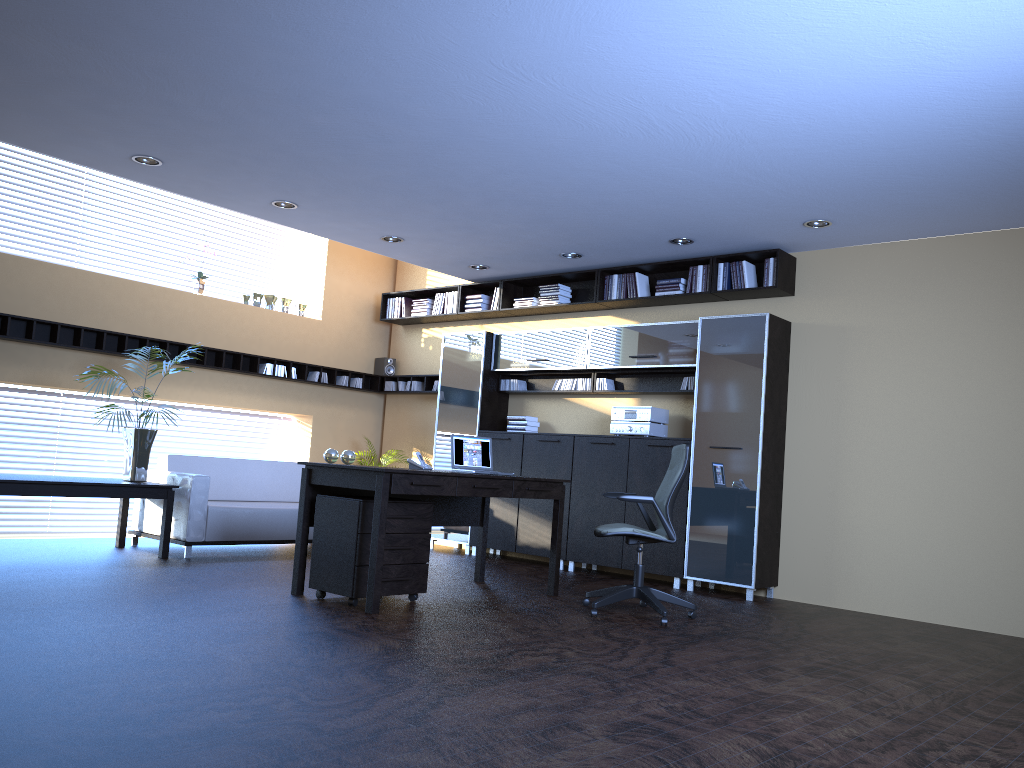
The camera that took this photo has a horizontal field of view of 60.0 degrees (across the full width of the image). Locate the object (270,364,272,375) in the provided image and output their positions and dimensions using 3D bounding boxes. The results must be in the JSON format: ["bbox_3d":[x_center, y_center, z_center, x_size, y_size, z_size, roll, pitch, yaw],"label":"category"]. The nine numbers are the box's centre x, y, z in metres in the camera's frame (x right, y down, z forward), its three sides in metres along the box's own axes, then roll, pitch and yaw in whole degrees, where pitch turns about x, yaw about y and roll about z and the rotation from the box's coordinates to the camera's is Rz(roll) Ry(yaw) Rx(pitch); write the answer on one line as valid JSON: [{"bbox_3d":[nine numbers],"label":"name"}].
[{"bbox_3d":[-2.724,-0.159,9.869,0.142,0.120,0.009,0,-6,41],"label":"object"}]

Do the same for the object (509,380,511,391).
[{"bbox_3d":[0.025,0.019,9.646,0.009,0.120,0.142,1,-6,41],"label":"object"}]

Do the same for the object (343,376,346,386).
[{"bbox_3d":[-2.050,-0.037,10.633,0.140,0.117,0.026,0,-6,41],"label":"object"}]

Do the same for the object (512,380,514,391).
[{"bbox_3d":[0.058,0.020,9.622,0.009,0.120,0.142,1,-6,41],"label":"object"}]

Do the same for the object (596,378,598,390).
[{"bbox_3d":[0.891,0.011,8.889,0.006,0.118,0.140,1,-6,41],"label":"object"}]

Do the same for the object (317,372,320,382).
[{"bbox_3d":[-2.304,-0.082,10.353,0.142,0.120,0.030,0,-6,41],"label":"object"}]

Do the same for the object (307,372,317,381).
[{"bbox_3d":[-2.329,-0.087,10.314,0.142,0.118,0.040,0,-6,41],"label":"object"}]

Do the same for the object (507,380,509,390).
[{"bbox_3d":[0.002,0.020,9.664,0.006,0.118,0.140,1,-6,41],"label":"object"}]

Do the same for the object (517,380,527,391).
[{"bbox_3d":[0.106,0.020,9.576,0.040,0.118,0.142,1,-6,41],"label":"object"}]

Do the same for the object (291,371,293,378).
[{"bbox_3d":[-2.536,-0.126,10.070,0.140,0.117,0.026,0,-6,41],"label":"object"}]

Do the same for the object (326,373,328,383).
[{"bbox_3d":[-2.221,-0.067,10.441,0.142,0.118,0.040,0,-6,41],"label":"object"}]

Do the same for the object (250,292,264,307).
[{"bbox_3d":[-2.872,-0.934,9.968,0.133,0.159,0.126,7,-5,-28],"label":"object"}]

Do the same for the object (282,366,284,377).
[{"bbox_3d":[-2.621,-0.142,9.974,0.142,0.120,0.009,0,-6,41],"label":"object"}]

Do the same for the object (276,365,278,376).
[{"bbox_3d":[-2.674,-0.150,9.925,0.140,0.118,0.006,0,-6,41],"label":"object"}]

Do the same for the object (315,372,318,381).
[{"bbox_3d":[-2.322,-0.086,10.327,0.140,0.117,0.026,0,-6,41],"label":"object"}]

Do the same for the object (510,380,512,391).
[{"bbox_3d":[0.033,0.019,9.639,0.009,0.120,0.142,1,-6,41],"label":"object"}]

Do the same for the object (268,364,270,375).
[{"bbox_3d":[-2.739,-0.163,9.841,0.142,0.120,0.009,0,-6,41],"label":"object"}]

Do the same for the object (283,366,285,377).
[{"bbox_3d":[-2.612,-0.139,9.993,0.140,0.118,0.006,0,-6,41],"label":"object"}]

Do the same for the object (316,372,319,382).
[{"bbox_3d":[-2.310,-0.084,10.344,0.140,0.117,0.026,0,-6,41],"label":"object"}]

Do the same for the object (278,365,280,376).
[{"bbox_3d":[-2.654,-0.148,9.935,0.142,0.120,0.009,0,-6,41],"label":"object"}]

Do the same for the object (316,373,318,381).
[{"bbox_3d":[-2.315,-0.085,10.335,0.142,0.120,0.030,0,-6,41],"label":"object"}]

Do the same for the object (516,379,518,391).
[{"bbox_3d":[0.093,0.019,9.583,0.030,0.120,0.142,1,-6,41],"label":"object"}]

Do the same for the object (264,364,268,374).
[{"bbox_3d":[-2.752,-0.165,9.825,0.142,0.120,0.009,0,-6,41],"label":"object"}]

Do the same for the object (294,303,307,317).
[{"bbox_3d":[-2.490,-0.859,10.409,0.117,0.149,0.124,0,-6,41],"label":"object"}]

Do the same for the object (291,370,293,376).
[{"bbox_3d":[-2.538,-0.126,10.071,0.142,0.120,0.030,0,-6,41],"label":"object"}]

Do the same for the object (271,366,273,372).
[{"bbox_3d":[-2.715,-0.158,9.874,0.142,0.120,0.009,0,-6,41],"label":"object"}]

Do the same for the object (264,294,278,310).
[{"bbox_3d":[-2.757,-0.920,10.105,0.137,0.173,0.144,4,-5,1],"label":"object"}]

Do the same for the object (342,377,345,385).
[{"bbox_3d":[-2.061,-0.038,10.629,0.142,0.120,0.030,0,-6,40],"label":"object"}]

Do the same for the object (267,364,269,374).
[{"bbox_3d":[-2.745,-0.164,9.832,0.142,0.120,0.009,0,-6,41],"label":"object"}]

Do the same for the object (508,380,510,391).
[{"bbox_3d":[0.013,0.020,9.662,0.009,0.120,0.142,1,-6,41],"label":"object"}]

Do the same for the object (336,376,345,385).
[{"bbox_3d":[-2.070,-0.039,10.617,0.142,0.118,0.040,0,-6,41],"label":"object"}]

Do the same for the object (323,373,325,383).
[{"bbox_3d":[-2.250,-0.073,10.406,0.142,0.120,0.030,0,-6,41],"label":"object"}]

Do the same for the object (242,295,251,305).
[{"bbox_3d":[-2.959,-0.927,9.868,0.090,0.113,0.094,5,-5,-14],"label":"object"}]

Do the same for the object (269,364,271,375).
[{"bbox_3d":[-2.732,-0.162,9.848,0.142,0.120,0.009,0,-6,41],"label":"object"}]

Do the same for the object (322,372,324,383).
[{"bbox_3d":[-2.253,-0.073,10.408,0.142,0.123,0.030,0,-6,41],"label":"object"}]

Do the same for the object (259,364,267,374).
[{"bbox_3d":[-2.769,-0.167,9.808,0.142,0.118,0.040,0,-6,41],"label":"object"}]

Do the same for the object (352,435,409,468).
[{"bbox_3d":[-1.564,1.213,10.400,0.841,1.238,0.690,5,-4,-15],"label":"object"}]

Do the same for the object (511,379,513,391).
[{"bbox_3d":[0.048,0.019,9.625,0.009,0.120,0.142,1,-6,41],"label":"object"}]

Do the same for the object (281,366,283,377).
[{"bbox_3d":[-2.629,-0.143,9.968,0.142,0.120,0.009,0,-6,41],"label":"object"}]

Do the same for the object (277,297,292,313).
[{"bbox_3d":[-2.638,-0.898,10.238,0.137,0.173,0.145,1,-5,31],"label":"object"}]

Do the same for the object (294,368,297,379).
[{"bbox_3d":[-2.510,-0.119,10.107,0.142,0.118,0.040,0,-6,41],"label":"object"}]

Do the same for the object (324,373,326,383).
[{"bbox_3d":[-2.240,-0.072,10.411,0.142,0.120,0.030,0,-6,41],"label":"object"}]

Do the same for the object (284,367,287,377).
[{"bbox_3d":[-2.595,-0.135,10.010,0.142,0.118,0.040,0,-6,41],"label":"object"}]

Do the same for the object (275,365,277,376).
[{"bbox_3d":[-2.677,-0.151,9.914,0.142,0.120,0.009,0,-6,41],"label":"object"}]

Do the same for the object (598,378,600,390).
[{"bbox_3d":[0.907,0.010,8.877,0.009,0.120,0.142,1,-6,41],"label":"object"}]

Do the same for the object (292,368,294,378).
[{"bbox_3d":[-2.531,-0.125,10.079,0.142,0.120,0.030,0,-6,41],"label":"object"}]

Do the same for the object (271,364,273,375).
[{"bbox_3d":[-2.714,-0.158,9.873,0.140,0.118,0.006,0,-6,41],"label":"object"}]

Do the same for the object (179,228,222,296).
[{"bbox_3d":[-3.292,-1.280,9.485,0.351,0.694,0.438,3,-5,20],"label":"object"}]
